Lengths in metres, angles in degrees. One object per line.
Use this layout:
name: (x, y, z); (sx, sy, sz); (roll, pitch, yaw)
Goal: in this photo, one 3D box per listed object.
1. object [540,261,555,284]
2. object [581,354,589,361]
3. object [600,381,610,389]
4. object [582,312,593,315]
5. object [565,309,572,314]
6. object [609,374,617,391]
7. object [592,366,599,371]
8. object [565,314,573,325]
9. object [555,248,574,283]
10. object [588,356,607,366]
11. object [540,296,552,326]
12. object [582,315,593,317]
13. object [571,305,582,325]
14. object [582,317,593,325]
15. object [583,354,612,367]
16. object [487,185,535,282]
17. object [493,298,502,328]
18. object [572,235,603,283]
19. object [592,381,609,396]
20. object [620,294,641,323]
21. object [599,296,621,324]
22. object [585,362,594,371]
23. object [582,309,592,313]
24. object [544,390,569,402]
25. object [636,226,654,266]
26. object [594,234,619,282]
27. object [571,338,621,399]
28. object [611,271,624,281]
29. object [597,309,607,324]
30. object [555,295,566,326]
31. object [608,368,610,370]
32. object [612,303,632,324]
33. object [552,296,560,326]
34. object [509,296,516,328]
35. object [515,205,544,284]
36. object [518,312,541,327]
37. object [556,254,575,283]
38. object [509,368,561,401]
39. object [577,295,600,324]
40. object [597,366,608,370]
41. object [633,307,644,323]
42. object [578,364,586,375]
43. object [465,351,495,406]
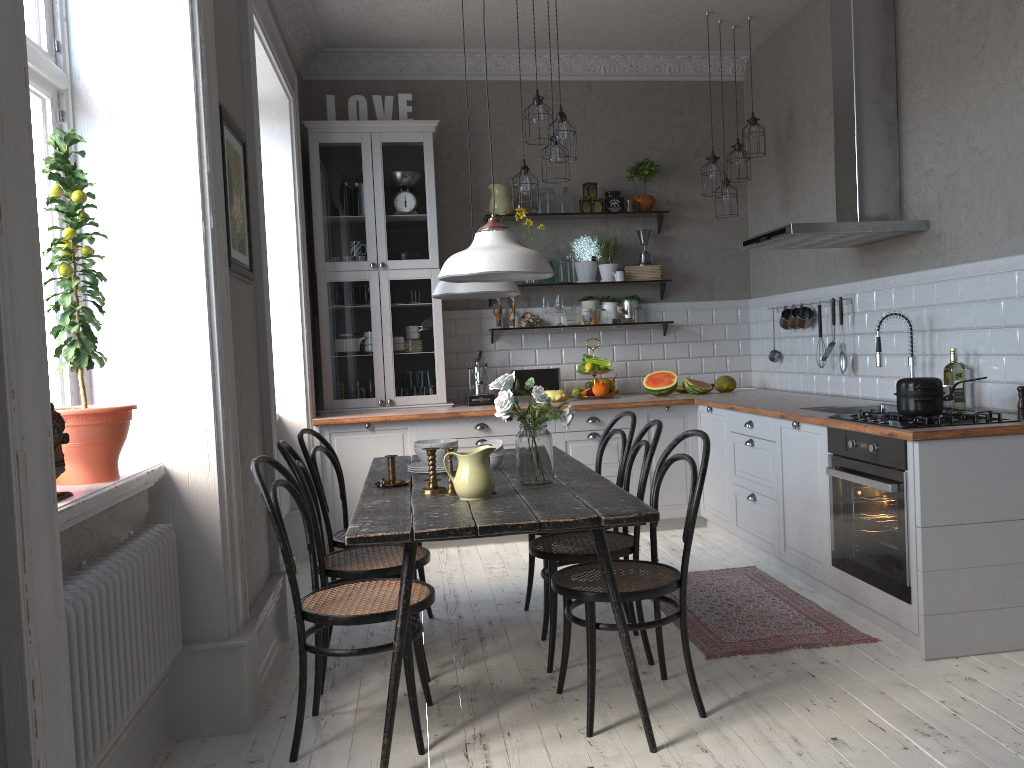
object: (0.244, -0.792, 6.337); (0.126, 0.172, 0.125); (-3, 2, -4)
object: (0.520, -0.183, 6.152); (0.074, 0.058, 0.050); (-4, 3, -31)
object: (0.637, 0.017, 6.149); (0.088, 0.078, 0.089); (-2, 2, 19)
object: (0.533, -0.480, 6.269); (0.076, 0.051, 0.078); (-2, 2, 11)
object: (0.421, -0.494, 6.371); (0.077, 0.083, 0.078); (-2, 2, 10)
object: (0.700, -0.010, 6.223); (0.060, 0.120, 0.127); (-2, 2, 17)
object: (0.573, -0.097, 6.130); (0.064, 0.061, 0.066); (-3, 2, -8)
object: (0.422, -0.461, 6.372); (0.077, 0.083, 0.078); (-2, 2, 10)
object: (0.381, -0.847, 6.418); (0.132, 0.264, 0.131); (-3, 2, -2)
object: (0.609, -0.158, 6.230); (0.179, 0.096, 0.089); (-2, 2, 12)
object: (0.244, -0.518, 6.328); (0.083, 0.217, 0.080); (-4, 2, -22)
object: (0.534, -0.463, 6.270); (0.078, 0.051, 0.076); (-3, 2, -15)
object: (0.460, -0.487, 6.301); (0.080, 0.139, 0.077); (-4, 3, -35)
object: (0.535, -0.446, 6.271); (0.078, 0.051, 0.076); (-3, 2, -15)
object: (0.588, -0.165, 6.159); (0.211, 0.101, 0.067); (-3, 2, -2)
object: (-0.070, -1.026, 6.180); (0.341, 0.674, 0.331); (-5, 3, -39)
object: (-0.099, -0.520, 6.274); (0.054, 0.264, 0.060); (-4, 3, -36)
object: (0.548, -0.900, 6.381); (0.243, 0.354, 0.236); (-2, 2, 10)
object: (0.606, 0.033, 6.069); (0.115, 0.111, 0.109); (-5, 3, -40)
object: (0.870, -0.547, 6.464); (0.160, 0.213, 0.152); (-3, 2, -10)
object: (0.706, -0.539, 6.430); (0.171, 0.214, 0.149); (-2, 2, 22)
object: (0.533, -0.117, 6.108); (0.059, 0.069, 0.079); (-2, 2, 12)
object: (0.532, -0.506, 6.268); (0.078, 0.051, 0.076); (-4, 2, -22)
object: (0.284, 0.081, 5.978); (0.198, 0.083, 0.188); (-3, 2, -7)
object: (0.959, -0.994, 6.414); (0.133, 0.287, 0.128); (-4, 2, -23)
object: (0.685, -0.917, 6.350); (0.166, 0.380, 0.188); (-1, 3, 43)
object: (0.573, -0.109, 6.184); (0.357, 0.425, 0.346); (-4, 2, -23)
object: (0.766, -0.765, 6.303); (0.104, 0.071, 0.063); (-2, 2, 22)
object: (0.642, -0.482, 6.341); (0.078, 0.108, 0.077); (-3, 2, -14)
object: (0.343, -0.519, 6.249); (0.083, 0.217, 0.080); (-4, 2, -22)
object: (0.662, -0.105, 6.208); (0.052, 0.050, 0.049); (-3, 2, 2)
object: (0.792, -0.506, 6.356); (0.121, 0.147, 0.098); (-5, 3, -40)
object: (0.331, -0.522, 6.337); (0.083, 0.217, 0.080); (-4, 2, -22)
object: (0.007, -0.525, 6.275); (0.052, 0.264, 0.062); (-1, 3, 29)
object: (0.111, -0.965, 6.166); (0.194, 0.540, 0.277); (-3, 2, -15)
object: (0.116, -0.455, 6.269); (0.180, 0.111, 0.094); (-4, 3, -30)
object: (0.376, -0.812, 6.267); (0.123, 0.206, 0.126); (-2, 2, 15)
object: (0.161, 0.008, 6.160); (0.354, 0.226, 0.087); (-3, 2, -9)
object: (0.552, -0.535, 6.398); (0.159, 0.217, 0.153); (-4, 3, -28)
object: (0.625, -0.100, 6.172); (0.077, 0.062, 0.098); (-4, 3, -35)
object: (0.903, -0.495, 6.356); (0.078, 0.108, 0.077); (-3, 2, -14)
object: (0.510, -0.103, 6.180); (0.097, 0.078, 0.099); (-3, 2, -21)
object: (-0.219, -0.041, 6.012); (0.207, 0.370, 0.351); (-3, 2, -7)
